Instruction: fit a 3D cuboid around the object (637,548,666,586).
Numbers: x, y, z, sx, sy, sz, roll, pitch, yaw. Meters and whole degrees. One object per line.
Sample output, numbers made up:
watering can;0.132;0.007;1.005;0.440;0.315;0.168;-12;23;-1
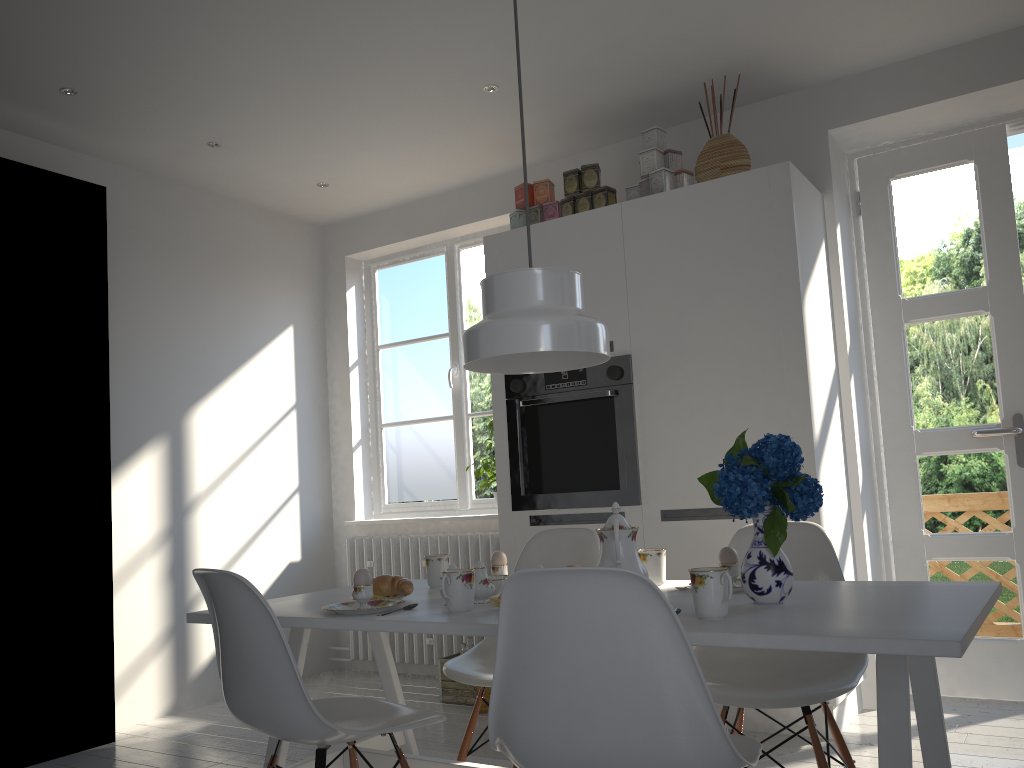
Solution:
object;0.370;0.489;2.362;0.091;0.095;0.078;-7;-7;31

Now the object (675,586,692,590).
object;0.448;0.511;2.239;0.032;0.011;0.140;-8;-9;35

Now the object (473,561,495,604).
object;-0.077;0.489;2.188;0.065;0.102;0.069;-7;-7;32

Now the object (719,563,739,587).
object;0.536;0.470;2.182;0.048;0.057;0.049;-1;-6;-17

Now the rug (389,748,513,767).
rug;0.133;1.186;2.138;2.314;0.004;1.429;-8;-9;32

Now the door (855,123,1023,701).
door;1.845;0.120;3.706;0.603;2.318;0.157;-7;-6;32

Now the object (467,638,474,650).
object;-0.195;1.329;4.185;0.066;0.254;0.066;0;-6;-31

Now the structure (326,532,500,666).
structure;-0.732;1.209;4.824;2.105;0.758;0.175;-8;-7;32

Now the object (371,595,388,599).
object;-0.352;0.554;2.308;0.070;0.036;0.109;-2;-7;-9

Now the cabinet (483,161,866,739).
cabinet;0.644;0.312;3.766;1.380;2.089;0.514;-7;-6;32

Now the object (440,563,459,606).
object;-0.143;0.490;2.172;0.065;0.102;0.069;-7;-7;32

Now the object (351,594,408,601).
object;-0.346;0.566;2.341;0.158;0.016;0.158;-4;-7;2

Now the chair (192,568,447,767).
chair;-0.436;0.803;2.040;0.543;0.798;0.466;2;-8;-43

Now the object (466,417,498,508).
object;-0.044;0.400;4.529;0.375;0.528;0.328;-6;-6;23

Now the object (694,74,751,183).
object;0.821;-0.981;3.502;0.230;0.450;0.091;-7;-6;33

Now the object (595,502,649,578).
object;0.250;0.391;2.075;0.149;0.229;0.141;1;-7;-39

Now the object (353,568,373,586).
object;-0.363;0.480;2.160;0.048;0.062;0.048;-8;-7;36

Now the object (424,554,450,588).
object;-0.219;0.558;2.644;0.078;0.095;0.091;-5;-6;19

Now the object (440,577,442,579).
object;-0.116;0.505;2.269;0.138;0.032;0.031;-2;-6;-13

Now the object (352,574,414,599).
object;-0.341;0.539;2.359;0.161;0.057;0.124;-3;-7;-3

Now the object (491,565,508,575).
object;-0.035;0.548;2.546;0.048;0.057;0.049;-1;-6;-17

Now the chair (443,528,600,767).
chair;0.066;0.861;2.726;0.466;0.798;0.543;-7;-7;31

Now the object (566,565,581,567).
object;0.190;0.508;2.347;0.124;0.057;0.161;-3;-7;-3

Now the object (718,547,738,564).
object;0.533;0.432;2.185;0.048;0.062;0.048;-8;-7;36

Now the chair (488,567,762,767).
chair;0.213;0.712;1.617;0.465;0.798;0.544;-5;-6;21

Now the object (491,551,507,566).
object;-0.037;0.511;2.549;0.048;0.062;0.048;-8;-7;36

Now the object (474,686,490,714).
object;-0.134;1.285;3.840;0.065;0.266;0.065;-2;-5;-16

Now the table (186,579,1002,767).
table;0.151;0.853;2.143;1.829;0.658;0.815;-8;-8;32

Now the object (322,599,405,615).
object;-0.360;0.543;2.154;0.201;0.016;0.201;3;-10;-42

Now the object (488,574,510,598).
object;-0.078;0.526;2.312;0.158;0.058;0.158;-6;-8;22

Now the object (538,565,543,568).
object;0.073;0.491;2.203;0.140;0.083;0.187;-7;-8;32

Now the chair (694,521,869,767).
chair;0.688;0.776;2.330;0.465;0.798;0.543;-6;-6;26

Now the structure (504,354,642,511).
structure;0.357;0.220;3.790;0.728;0.607;0.322;-7;-7;32

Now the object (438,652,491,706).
object;-0.093;1.346;4.087;0.374;0.203;0.320;-7;-8;32

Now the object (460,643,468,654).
object;-0.214;1.311;4.035;0.065;0.254;0.065;-4;-5;4
